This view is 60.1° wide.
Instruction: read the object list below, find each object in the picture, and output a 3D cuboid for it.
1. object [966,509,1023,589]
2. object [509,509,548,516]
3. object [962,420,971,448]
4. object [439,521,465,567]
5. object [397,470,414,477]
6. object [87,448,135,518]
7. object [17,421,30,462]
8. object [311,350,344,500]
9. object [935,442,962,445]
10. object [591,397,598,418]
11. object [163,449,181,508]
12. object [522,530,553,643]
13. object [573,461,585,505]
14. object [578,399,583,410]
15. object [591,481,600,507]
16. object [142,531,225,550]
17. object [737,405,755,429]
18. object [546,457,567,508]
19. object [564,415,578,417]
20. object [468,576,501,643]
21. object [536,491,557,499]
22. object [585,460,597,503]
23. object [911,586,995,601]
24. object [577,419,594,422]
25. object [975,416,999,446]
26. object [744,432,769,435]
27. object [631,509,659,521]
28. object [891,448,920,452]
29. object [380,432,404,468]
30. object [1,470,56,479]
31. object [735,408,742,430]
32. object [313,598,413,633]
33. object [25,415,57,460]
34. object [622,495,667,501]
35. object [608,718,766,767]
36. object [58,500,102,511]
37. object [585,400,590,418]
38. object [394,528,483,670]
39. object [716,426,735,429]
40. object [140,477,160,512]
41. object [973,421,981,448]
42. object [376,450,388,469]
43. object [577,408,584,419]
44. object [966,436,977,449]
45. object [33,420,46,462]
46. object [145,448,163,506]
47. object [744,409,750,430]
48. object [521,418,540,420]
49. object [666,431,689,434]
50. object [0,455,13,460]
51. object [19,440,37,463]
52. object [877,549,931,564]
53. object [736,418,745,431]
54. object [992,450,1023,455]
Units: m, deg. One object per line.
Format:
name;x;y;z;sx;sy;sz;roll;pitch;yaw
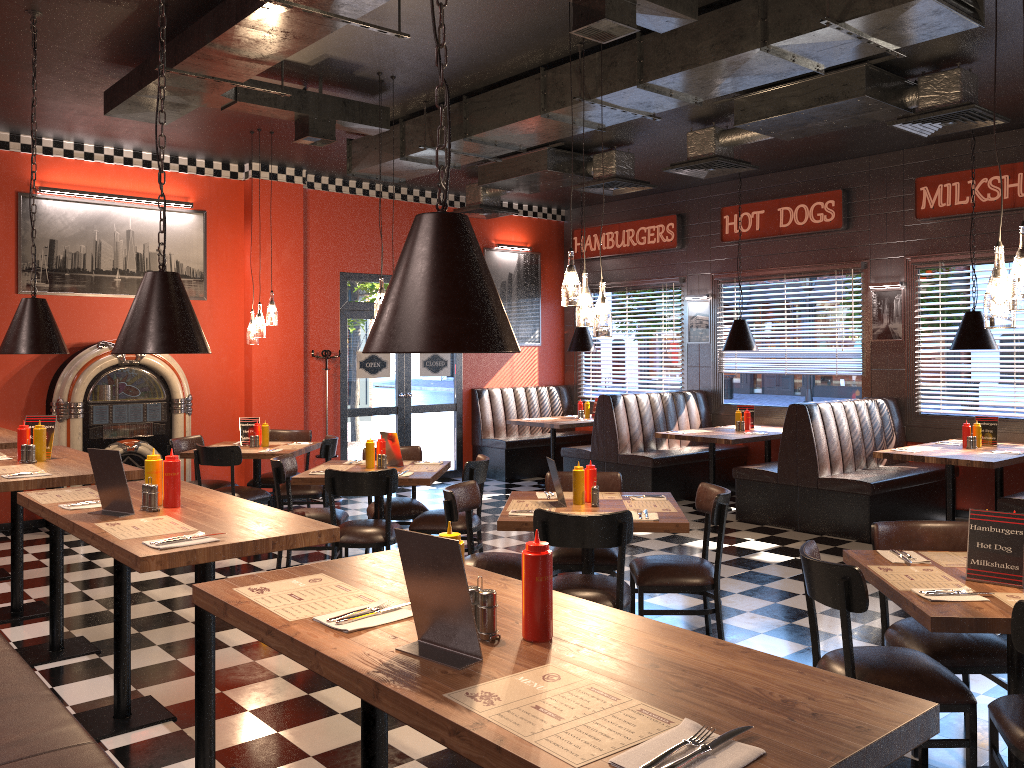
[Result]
object;1.772;0.600;3.245;0.188;0.257;0.072;0;0;39
object;0.111;0.674;4.671;0.255;0.019;0.157;0;2;6
object;3.963;0.436;7.721;0.068;0.238;0.068;0;0;-17
object;-0.143;0.436;2.045;0.068;0.238;0.068;0;0;24
object;-0.774;0.623;6.188;0.157;0.019;0.255;0;2;6
object;-1.570;0.381;3.467;0.188;0.257;0.072;0;0;29
object;-2.864;0.333;5.199;0.068;0.238;0.068;-1;0;44
object;-2.089;0.444;9.985;0.374;1.659;0.374;0;0;-18
object;3.981;0.535;8.011;0.157;0.019;0.255;-2;3;-45
object;1.100;0.306;11.364;0.072;0.257;0.188;0;0;-31
object;-1.390;0.384;3.621;0.068;0.238;0.068;0;0;-20
object;0.056;0.439;1.945;0.068;0.238;0.068;0;0;24
object;0.374;0.553;4.961;0.068;0.238;0.068;0;0;-35
object;0.878;0.316;11.366;0.068;0.238;0.068;0;0;19
object;0.460;0.606;4.904;0.047;0.136;0.094;0;0;10
object;-1.086;0.517;2.962;0.255;0.019;0.157;-2;3;-44
object;2.554;0.360;9.692;0.188;0.257;0.072;0;0;19
object;0.248;0.544;4.942;0.072;0.257;0.188;0;0;-10
object;0.813;0.419;11.566;0.255;0.019;0.157;2;3;45
object;-0.071;0.491;1.954;0.093;0.136;0.047;0;0;41
object;0.225;0.654;5.218;0.157;0.019;0.255;0;2;-3
object;0.446;0.550;5.020;0.068;0.238;0.068;0;0;-35
object;1.541;0.726;3.082;0.255;0.019;0.157;0;2;-1
object;0.905;0.444;10.866;0.157;0.019;0.255;-2;3;-42
object;4.221;0.419;7.887;0.188;0.257;0.072;0;0;39
object;2.481;0.503;9.073;0.157;0.019;0.255;-2;3;-44
object;0.678;0.675;4.584;0.157;0.019;0.255;0;2;7
object;3.352;0.557;7.487;0.157;0.019;0.255;-2;3;-40
object;-0.899;0.488;6.629;0.188;0.257;0.072;0;0;39
object;-2.488;0.464;4.582;0.255;0.019;0.157;-2;3;-44
object;2.433;0.377;9.520;0.068;0.238;0.068;0;0;33
object;-0.331;0.544;2.117;0.255;0.019;0.157;-2;3;-44
object;-2.831;0.319;5.294;0.188;0.257;0.072;0;0;1
object;0.765;0.655;5.134;0.255;0.019;0.157;0;2;4
object;0.286;0.568;1.382;0.255;0.019;0.157;-2;3;-44
object;-1.732;0.493;3.681;0.255;0.019;0.157;-2;3;-44
object;0.962;0.317;11.326;0.068;0.238;0.068;0;0;19
object;-0.154;0.434;1.837;0.188;0.257;0.072;0;0;41
object;2.397;0.478;9.774;0.157;0.019;0.255;-2;3;-41
object;-1.446;0.439;3.541;0.093;0.136;0.047;0;0;39
object;4.056;0.435;7.729;0.068;0.238;0.068;0;0;-17
object;-0.954;0.554;6.497;0.093;0.136;0.047;0;0;39
object;0.874;0.373;11.241;0.094;0.136;0.046;-1;0;-40
object;3.958;0.491;7.630;0.093;0.136;0.046;0;0;-15
object;-2.771;0.332;5.198;0.068;0.238;0.068;0;0;39
object;-1.478;0.383;3.654;0.068;0.238;0.068;0;0;-31
object;2.527;0.376;9.519;0.068;0.238;0.068;0;0;33
object;0.242;0.439;11.094;0.157;0.019;0.255;-2;3;-40
object;1.742;0.501;9.221;0.157;0.019;0.255;-2;3;-35
object;-3.087;0.441;5.280;0.255;0.019;0.157;-2;3;-44
object;-2.788;0.388;5.105;0.093;0.136;0.046;0;0;14
object;1.608;0.706;3.624;0.157;0.019;0.255;0;2;5
object;2.429;0.432;9.421;0.093;0.136;0.047;0;0;19
object;4.068;0.560;7.310;0.157;0.019;0.255;-2;3;-42
